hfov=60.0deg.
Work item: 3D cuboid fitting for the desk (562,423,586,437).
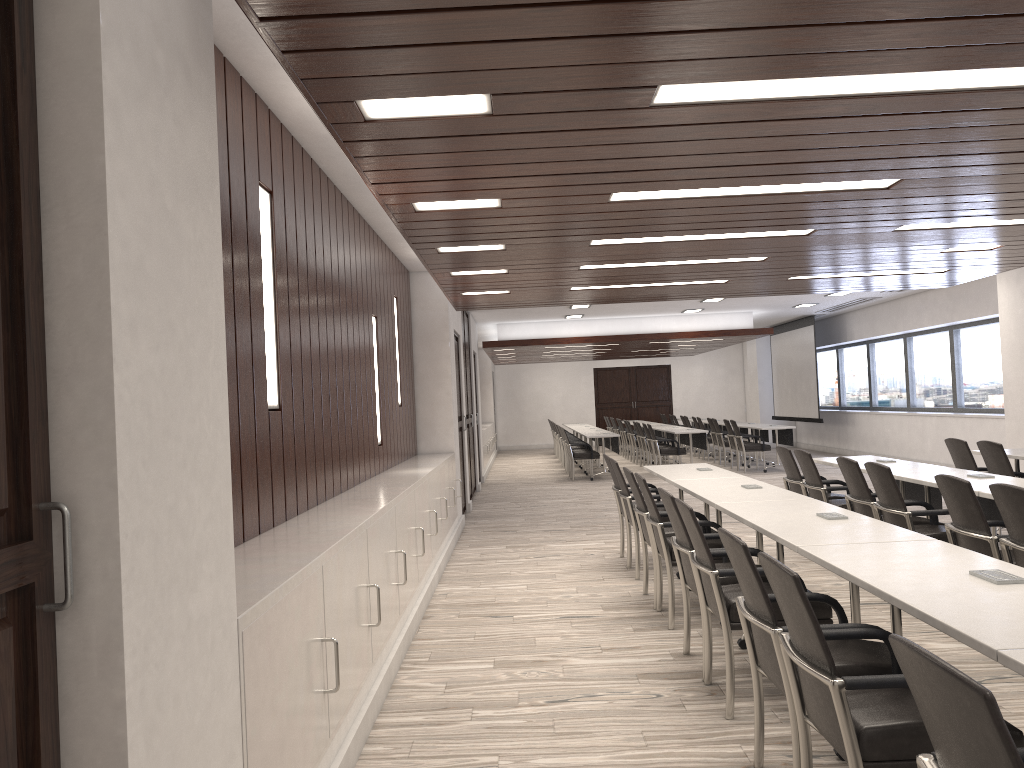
[{"bbox_3d":[1.675,1.444,23.604,0.577,0.795,1.509,-3,-1,1],"label":"desk"}]

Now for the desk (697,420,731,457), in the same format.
[{"bbox_3d":[4.656,1.239,20.528,0.577,0.795,1.509,-3,-1,1],"label":"desk"}]

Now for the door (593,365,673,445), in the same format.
[{"bbox_3d":[3.655,0.631,26.622,2.329,2.323,0.200,-3,-1,1],"label":"door"}]

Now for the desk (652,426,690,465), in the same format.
[{"bbox_3d":[3.130,1.247,17.507,0.577,0.795,1.509,-3,-1,1],"label":"desk"}]

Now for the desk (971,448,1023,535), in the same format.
[{"bbox_3d":[4.523,0.969,7.393,0.577,0.795,1.509,-3,-1,1],"label":"desk"}]

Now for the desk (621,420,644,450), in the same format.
[{"bbox_3d":[3.192,1.372,23.590,0.577,0.795,1.509,-3,-1,1],"label":"desk"}]

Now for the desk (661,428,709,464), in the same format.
[{"bbox_3d":[3.115,1.216,15.984,0.577,0.795,1.509,-3,-1,1],"label":"desk"}]

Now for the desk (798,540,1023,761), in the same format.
[{"bbox_3d":[1.464,1.018,2.851,0.577,0.795,1.509,-3,-1,1],"label":"desk"}]

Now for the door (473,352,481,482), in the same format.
[{"bbox_3d":[-0.665,0.599,15.424,0.200,2.323,1.163,-3,-1,1],"label":"door"}]

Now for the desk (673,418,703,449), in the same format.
[{"bbox_3d":[4.687,1.301,23.576,0.577,0.795,1.509,-3,-1,1],"label":"desk"}]

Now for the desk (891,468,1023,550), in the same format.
[{"bbox_3d":[3.012,1.009,5.885,0.577,0.795,1.509,-3,-1,1],"label":"desk"}]

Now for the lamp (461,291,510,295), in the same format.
[{"bbox_3d":[-0.250,-0.887,8.390,0.464,0.045,0.236,-3,-1,1],"label":"lamp"}]

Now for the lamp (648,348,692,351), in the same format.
[{"bbox_3d":[3.474,-0.811,20.351,1.496,0.045,0.236,-3,-1,1],"label":"lamp"}]

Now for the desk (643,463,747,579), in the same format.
[{"bbox_3d":[1.510,1.112,7.421,0.577,0.795,1.509,-3,-1,1],"label":"desk"}]

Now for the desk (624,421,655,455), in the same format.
[{"bbox_3d":[3.177,1.341,22.067,0.577,0.795,1.509,-3,-1,1],"label":"desk"}]

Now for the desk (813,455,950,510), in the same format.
[{"bbox_3d":[3.028,1.040,7.407,0.577,0.795,1.509,-3,-1,1],"label":"desk"}]

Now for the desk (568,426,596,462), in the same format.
[{"bbox_3d":[1.644,1.381,20.556,0.577,0.795,1.509,-3,-1,1],"label":"desk"}]

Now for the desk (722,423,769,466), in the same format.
[{"bbox_3d":[4.626,1.176,17.493,0.577,0.795,1.509,-3,-1,1],"label":"desk"}]

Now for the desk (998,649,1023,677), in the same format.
[{"bbox_3d":[1.448,0.987,1.338,0.577,0.795,1.509,-3,-1,1],"label":"desk"}]

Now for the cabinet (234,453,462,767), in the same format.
[{"bbox_3d":[-0.833,1.043,6.064,0.476,0.698,7.540,-3,-1,1],"label":"cabinet"}]

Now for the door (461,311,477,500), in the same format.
[{"bbox_3d":[-0.700,0.273,13.297,0.200,2.889,2.327,-3,-1,1],"label":"door"}]

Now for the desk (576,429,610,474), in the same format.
[{"bbox_3d":[1.613,1.319,17.521,0.577,0.795,1.509,-3,-1,1],"label":"desk"}]

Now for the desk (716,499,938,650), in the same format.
[{"bbox_3d":[1.479,1.049,4.374,0.577,0.795,1.509,-3,-1,1],"label":"desk"}]

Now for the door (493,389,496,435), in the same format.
[{"bbox_3d":[-0.562,0.806,25.503,0.200,2.323,1.163,-3,-1,1],"label":"door"}]

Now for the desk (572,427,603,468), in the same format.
[{"bbox_3d":[1.628,1.350,19.034,0.577,0.795,1.509,-3,-1,1],"label":"desk"}]

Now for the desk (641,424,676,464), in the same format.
[{"bbox_3d":[3.146,1.278,19.020,0.577,0.795,1.509,-3,-1,1],"label":"desk"}]

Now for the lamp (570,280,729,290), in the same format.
[{"bbox_3d":[1.294,-0.960,8.376,1.496,0.045,0.236,-3,-1,1],"label":"lamp"}]

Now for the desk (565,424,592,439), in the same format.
[{"bbox_3d":[1.659,1.412,22.081,0.577,0.795,1.509,-3,-1,1],"label":"desk"}]

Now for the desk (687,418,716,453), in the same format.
[{"bbox_3d":[4.672,1.270,22.054,0.577,0.795,1.509,-3,-1,1],"label":"desk"}]

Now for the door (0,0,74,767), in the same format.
[{"bbox_3d":[-0.912,0.310,1.079,0.200,2.323,1.163,-3,-1,1],"label":"door"}]

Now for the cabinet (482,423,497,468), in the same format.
[{"bbox_3d":[-0.686,1.338,20.494,0.476,0.698,7.540,-3,-1,1],"label":"cabinet"}]

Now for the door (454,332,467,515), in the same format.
[{"bbox_3d":[-0.708,0.512,11.154,0.200,2.323,1.163,-3,-1,1],"label":"door"}]

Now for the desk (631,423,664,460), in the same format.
[{"bbox_3d":[3.161,1.309,20.542,0.577,0.795,1.509,-3,-1,1],"label":"desk"}]

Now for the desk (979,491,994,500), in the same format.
[{"bbox_3d":[2.997,0.978,4.360,0.577,0.795,1.509,-3,-1,1],"label":"desk"}]

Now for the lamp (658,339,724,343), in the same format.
[{"bbox_3d":[3.445,-0.870,17.492,1.496,0.045,0.236,-3,-1,1],"label":"lamp"}]

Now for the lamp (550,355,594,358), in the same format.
[{"bbox_3d":[1.427,-0.691,21.470,1.496,0.045,0.236,-3,-1,1],"label":"lamp"}]

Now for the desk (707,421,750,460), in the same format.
[{"bbox_3d":[4.641,1.207,19.006,0.577,0.795,1.509,-3,-1,1],"label":"desk"}]

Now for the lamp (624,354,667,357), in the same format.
[{"bbox_3d":[3.498,-0.762,22.770,1.496,0.045,0.236,-3,-1,1],"label":"lamp"}]

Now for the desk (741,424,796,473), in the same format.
[{"bbox_3d":[4.610,1.145,15.971,0.577,0.795,1.509,-3,-1,1],"label":"desk"}]

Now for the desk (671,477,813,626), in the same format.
[{"bbox_3d":[1.495,1.081,5.899,0.577,0.795,1.509,-3,-1,1],"label":"desk"}]

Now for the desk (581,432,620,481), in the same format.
[{"bbox_3d":[1.597,1.288,15.998,0.577,0.795,1.509,-3,-1,1],"label":"desk"}]
